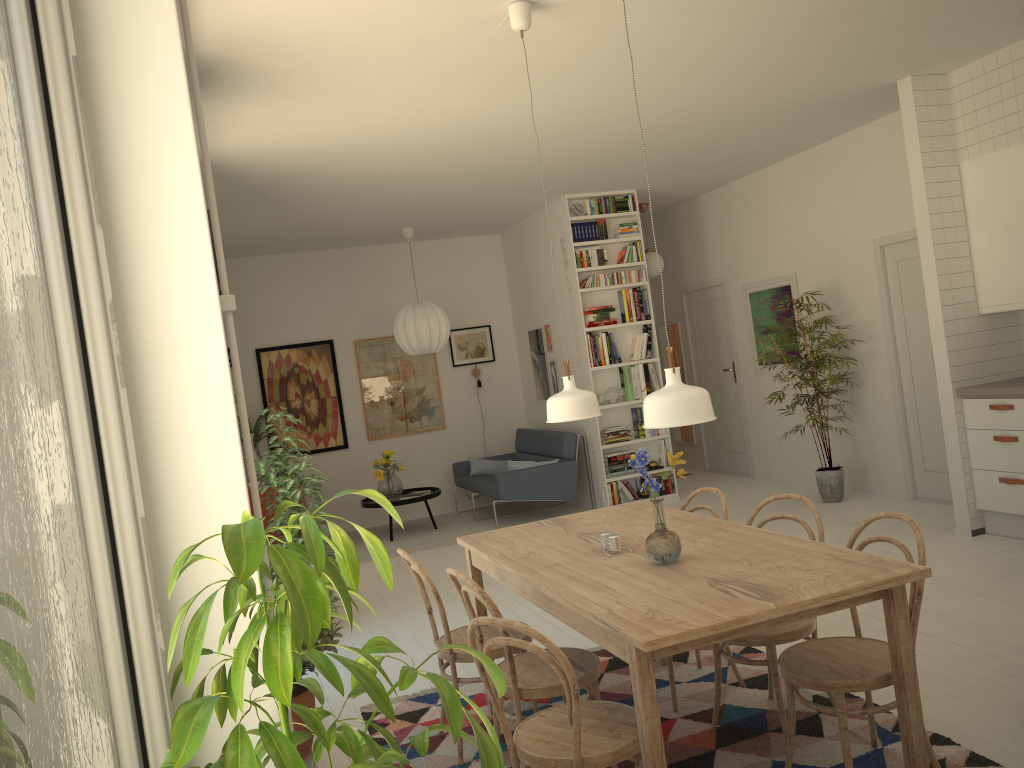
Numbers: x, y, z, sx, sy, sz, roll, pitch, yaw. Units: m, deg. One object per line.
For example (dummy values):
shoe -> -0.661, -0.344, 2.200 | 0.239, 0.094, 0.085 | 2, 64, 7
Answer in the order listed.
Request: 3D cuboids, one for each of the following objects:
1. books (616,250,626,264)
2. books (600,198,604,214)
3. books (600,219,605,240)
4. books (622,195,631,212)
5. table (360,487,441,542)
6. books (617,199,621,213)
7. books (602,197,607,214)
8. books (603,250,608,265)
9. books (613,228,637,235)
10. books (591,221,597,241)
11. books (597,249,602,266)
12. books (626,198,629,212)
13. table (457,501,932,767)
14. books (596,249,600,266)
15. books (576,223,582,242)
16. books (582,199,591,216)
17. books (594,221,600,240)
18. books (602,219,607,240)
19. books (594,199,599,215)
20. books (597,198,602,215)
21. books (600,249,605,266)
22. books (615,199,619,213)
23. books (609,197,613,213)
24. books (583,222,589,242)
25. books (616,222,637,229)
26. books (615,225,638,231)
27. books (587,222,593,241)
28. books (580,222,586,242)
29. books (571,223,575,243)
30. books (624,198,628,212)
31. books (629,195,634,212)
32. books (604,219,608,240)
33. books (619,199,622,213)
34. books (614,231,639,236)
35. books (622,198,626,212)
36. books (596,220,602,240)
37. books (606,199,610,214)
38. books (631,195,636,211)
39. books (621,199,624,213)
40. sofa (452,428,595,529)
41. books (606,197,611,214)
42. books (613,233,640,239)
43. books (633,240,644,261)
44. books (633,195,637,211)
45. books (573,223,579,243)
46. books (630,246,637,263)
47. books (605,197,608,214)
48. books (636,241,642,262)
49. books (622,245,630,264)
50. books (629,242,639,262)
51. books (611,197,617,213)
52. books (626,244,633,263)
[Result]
books -> 0.989, -1.165, 8.242 | 0.073, 0.129, 0.200 | -8, 1, -18
books -> 0.790, -1.615, 8.166 | 0.024, 0.148, 0.188 | -8, 1, -18
books -> 0.789, -1.400, 8.168 | 0.020, 0.191, 0.205 | -8, 1, -18
books -> 1.057, -1.655, 8.220 | 0.019, 0.157, 0.150 | -8, 1, -18
table -> -1.024, 1.237, 8.376 | 0.761, 0.386, 0.761 | -8, 1, -3
books -> 0.957, -1.629, 8.187 | 0.017, 0.130, 0.150 | -8, 1, -18
books -> 0.809, -1.621, 8.181 | 0.024, 0.156, 0.227 | -8, 1, -18
books -> 0.828, -1.145, 8.153 | 0.020, 0.145, 0.189 | -8, 1, -18
books -> 1.029, -1.411, 8.237 | 0.173, 0.030, 0.199 | -9, 2, -28
books -> 0.712, -1.383, 8.133 | 0.034, 0.178, 0.188 | -8, 1, -18
books -> 0.765, -1.142, 8.146 | 0.024, 0.155, 0.206 | -8, 1, -18
books -> 1.039, -1.642, 8.215 | 0.017, 0.130, 0.150 | -8, 1, -18
table -> 0.512, 0.960, 3.176 | 0.894, 0.749, 1.797 | -8, 1, -18
books -> 0.753, -1.142, 8.122 | 0.013, 0.159, 0.176 | -8, 1, -18
books -> 0.581, -1.363, 8.089 | 0.034, 0.178, 0.188 | -8, 1, -18
books -> 0.672, -1.597, 8.107 | 0.026, 0.149, 0.155 | -8, 1, -18
books -> 0.745, -1.388, 8.144 | 0.034, 0.178, 0.188 | -8, 1, -18
books -> 0.811, -1.403, 8.166 | 0.020, 0.191, 0.205 | -8, 1, -18
books -> 0.744, -1.604, 8.153 | 0.018, 0.141, 0.206 | -8, 1, -18
books -> 0.771, -1.610, 8.142 | 0.028, 0.147, 0.192 | -8, 1, -18
books -> 0.797, -1.145, 8.123 | 0.023, 0.153, 0.176 | -8, 1, -18
books -> 0.940, -1.627, 8.181 | 0.017, 0.130, 0.150 | -8, 1, -18
books -> 0.871, -1.630, 8.204 | 0.032, 0.154, 0.212 | -8, 1, -18
books -> 0.646, -1.373, 8.111 | 0.034, 0.178, 0.188 | -8, 1, -18
books -> 1.047, -1.463, 8.239 | 0.169, 0.032, 0.188 | -8, 1, -13
books -> 1.048, -1.438, 8.221 | 0.179, 0.016, 0.208 | -8, 1, -13
books -> 0.679, -1.378, 8.122 | 0.034, 0.178, 0.188 | -8, 1, -18
books -> 0.614, -1.368, 8.100 | 0.034, 0.178, 0.188 | -8, 1, -18
books -> 0.515, -1.354, 8.067 | 0.034, 0.178, 0.188 | -8, 1, -18
books -> 1.023, -1.639, 8.209 | 0.017, 0.130, 0.150 | -8, 1, -18
books -> 1.064, -1.658, 8.263 | 0.020, 0.156, 0.229 | -8, 1, -18
books -> 0.826, -1.406, 8.183 | 0.020, 0.191, 0.205 | -8, 1, -18
books -> 0.973, -1.632, 8.192 | 0.017, 0.130, 0.150 | -8, 1, -18
books -> 1.043, -1.389, 8.243 | 0.200, 0.018, 0.208 | -8, 1, -18
books -> 1.006, -1.637, 8.203 | 0.017, 0.130, 0.150 | -8, 1, -18
books -> 0.769, -1.397, 8.164 | 0.020, 0.191, 0.205 | -8, 1, -18
books -> 0.846, -1.617, 8.177 | 0.019, 0.137, 0.201 | -8, 1, -18
books -> 1.086, -1.659, 8.266 | 0.021, 0.151, 0.228 | -8, 1, -18
books -> 0.990, -1.634, 8.198 | 0.017, 0.130, 0.150 | -8, 1, -18
sofa -> 0.043, 0.887, 8.736 | 0.964, 0.773, 1.602 | -8, 1, -18
books -> 0.856, -1.626, 8.187 | 0.009, 0.151, 0.208 | -8, 1, -18
books -> 1.045, -1.360, 8.244 | 0.214, 0.038, 0.222 | -8, 1, -18
books -> 1.159, -1.225, 8.271 | 0.022, 0.198, 0.212 | -8, 1, -18
books -> 1.094, -1.663, 8.292 | 0.014, 0.154, 0.260 | -8, 1, -18
books -> 0.548, -1.359, 8.078 | 0.034, 0.178, 0.188 | -8, 1, -18
books -> 1.101, -1.193, 8.250 | 0.030, 0.153, 0.199 | -8, 1, -18
books -> 0.827, -1.624, 8.182 | 0.012, 0.157, 0.220 | -8, 1, -18
books -> 1.141, -1.217, 8.268 | 0.014, 0.188, 0.218 | -8, 1, -18
books -> 1.022, -1.188, 8.242 | 0.092, 0.165, 0.222 | -8, 1, -18
books -> 1.119, -1.214, 8.274 | 0.022, 0.187, 0.186 | -8, 1, -18
books -> 0.906, -1.634, 8.200 | 0.032, 0.152, 0.200 | -8, 1, -18
books -> 1.057, -1.195, 8.239 | 0.065, 0.168, 0.228 | -8, 1, -18
